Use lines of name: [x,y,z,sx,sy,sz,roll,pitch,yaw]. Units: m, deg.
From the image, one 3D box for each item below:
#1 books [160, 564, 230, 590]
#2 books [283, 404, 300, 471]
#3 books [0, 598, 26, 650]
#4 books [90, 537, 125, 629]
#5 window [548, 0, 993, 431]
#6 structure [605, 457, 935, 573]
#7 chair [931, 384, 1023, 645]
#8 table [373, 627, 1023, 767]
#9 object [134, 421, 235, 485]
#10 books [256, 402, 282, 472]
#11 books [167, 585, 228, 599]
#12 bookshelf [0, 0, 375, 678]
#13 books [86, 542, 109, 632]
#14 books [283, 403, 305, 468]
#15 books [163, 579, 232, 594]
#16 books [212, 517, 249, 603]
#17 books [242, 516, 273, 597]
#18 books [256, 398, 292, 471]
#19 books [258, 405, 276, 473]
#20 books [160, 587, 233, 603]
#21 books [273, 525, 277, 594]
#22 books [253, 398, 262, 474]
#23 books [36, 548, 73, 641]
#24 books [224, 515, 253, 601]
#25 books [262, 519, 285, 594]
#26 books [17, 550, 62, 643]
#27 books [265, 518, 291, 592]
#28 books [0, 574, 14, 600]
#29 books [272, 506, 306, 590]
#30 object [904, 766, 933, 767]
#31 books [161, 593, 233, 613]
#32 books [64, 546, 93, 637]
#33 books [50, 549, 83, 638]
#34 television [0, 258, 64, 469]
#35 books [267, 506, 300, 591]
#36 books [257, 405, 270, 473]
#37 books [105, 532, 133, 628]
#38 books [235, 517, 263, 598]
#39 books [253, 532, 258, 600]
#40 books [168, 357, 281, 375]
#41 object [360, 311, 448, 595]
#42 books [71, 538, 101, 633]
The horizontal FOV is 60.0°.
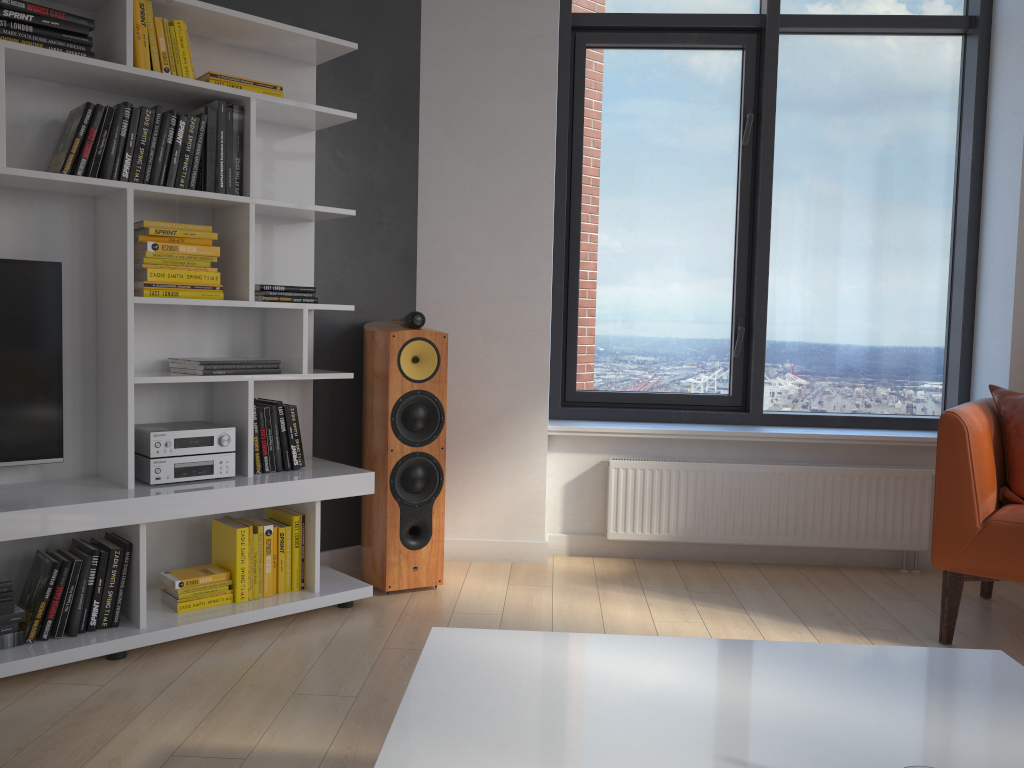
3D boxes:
books: [-1.075,0.651,3.005,0.186,0.026,0.138,-2,5,-42]
books: [-0.850,0.188,3.252,0.066,0.242,0.177,-2,5,-42]
books: [-1.623,0.687,2.542,0.277,0.137,0.343,5,5,43]
books: [-1.297,0.623,2.797,0.084,0.249,0.191,-2,5,-42]
window: [1.180,-1.006,4.175,1.960,2.402,0.170,2,4,3]
structure: [1.157,0.582,3.946,1.474,0.460,0.110,2,4,3]
chair: [2.001,0.458,3.063,0.896,0.858,0.843,4,5,35]
table: [0.355,0.743,1.185,1.091,0.435,1.091,2,4,3]
object: [-1.128,0.230,3.011,0.285,0.174,0.270,-2,5,-42]
books: [-0.891,0.190,3.210,0.050,0.242,0.169,-2,5,-43]
books: [-1.059,0.688,2.985,0.169,0.018,0.113,-2,5,-41]
bookshelf: [-1.749,-0.182,2.345,3.000,2.052,0.455,-2,5,-42]
books: [-1.322,0.630,2.769,0.068,0.243,0.179,-2,5,-43]
books: [-0.846,0.189,3.298,0.077,0.233,0.179,-2,5,-42]
books: [-1.064,0.672,3.000,0.187,0.014,0.134,-2,5,-42]
books: [-0.980,0.609,3.082,0.044,0.255,0.198,-2,5,-42]
books: [-0.907,0.609,3.145,0.035,0.250,0.185,-2,5,-42]
books: [-0.877,0.183,3.237,0.066,0.255,0.193,-2,5,-43]
books: [-0.912,0.193,3.201,0.049,0.236,0.170,-2,5,-42]
books: [-1.068,0.701,3.004,0.196,0.011,0.148,-2,5,-42]
books: [-0.887,0.614,3.167,0.023,0.239,0.169,-2,5,-42]
books: [-0.961,0.178,3.170,0.053,0.268,0.202,-2,5,-42]
books: [-1.412,0.636,2.696,0.096,0.234,0.187,-2,5,-42]
books: [-0.959,0.606,3.104,0.015,0.263,0.199,-2,5,-42]
books: [-0.866,0.616,3.180,0.024,0.234,0.172,-2,5,-42]
books: [-1.434,0.636,2.670,0.104,0.234,0.182,-2,5,-42]
books: [-0.849,0.615,3.201,0.024,0.234,0.172,-2,5,-42]
books: [-1.640,0.594,2.548,0.250,0.047,0.310,5,5,43]
books: [-0.818,0.595,3.248,0.025,0.270,0.213,-2,5,-42]
object: [0.589,0.410,0.998,0.330,0.265,0.330,3,4,27]
books: [-1.066,0.724,3.002,0.190,0.033,0.147,-2,5,-42]
books: [-1.345,0.633,2.721,0.069,0.242,0.172,-2,5,-41]
books: [-1.380,0.636,2.707,0.081,0.233,0.169,-2,5,-43]
television: [-1.833,-0.016,2.432,1.102,0.704,0.207,-2,5,-42]
books: [-0.832,0.596,3.223,0.029,0.270,0.204,-2,5,-42]
books: [-0.935,0.193,3.189,0.053,0.240,0.189,-2,5,-42]
books: [-1.273,0.618,2.820,0.066,0.260,0.197,-2,5,-42]
books: [-0.928,0.609,3.128,0.019,0.251,0.180,-2,5,-42]
books: [-0.932,0.624,3.102,0.024,0.229,0.156,-2,5,-42]
books: [-1.014,-0.064,3.127,0.250,0.047,0.310,5,5,43]
object: [-0.458,0.253,3.565,0.290,1.088,0.434,-1,4,-27]
books: [-1.346,0.623,2.755,0.075,0.254,0.192,-2,5,-43]
